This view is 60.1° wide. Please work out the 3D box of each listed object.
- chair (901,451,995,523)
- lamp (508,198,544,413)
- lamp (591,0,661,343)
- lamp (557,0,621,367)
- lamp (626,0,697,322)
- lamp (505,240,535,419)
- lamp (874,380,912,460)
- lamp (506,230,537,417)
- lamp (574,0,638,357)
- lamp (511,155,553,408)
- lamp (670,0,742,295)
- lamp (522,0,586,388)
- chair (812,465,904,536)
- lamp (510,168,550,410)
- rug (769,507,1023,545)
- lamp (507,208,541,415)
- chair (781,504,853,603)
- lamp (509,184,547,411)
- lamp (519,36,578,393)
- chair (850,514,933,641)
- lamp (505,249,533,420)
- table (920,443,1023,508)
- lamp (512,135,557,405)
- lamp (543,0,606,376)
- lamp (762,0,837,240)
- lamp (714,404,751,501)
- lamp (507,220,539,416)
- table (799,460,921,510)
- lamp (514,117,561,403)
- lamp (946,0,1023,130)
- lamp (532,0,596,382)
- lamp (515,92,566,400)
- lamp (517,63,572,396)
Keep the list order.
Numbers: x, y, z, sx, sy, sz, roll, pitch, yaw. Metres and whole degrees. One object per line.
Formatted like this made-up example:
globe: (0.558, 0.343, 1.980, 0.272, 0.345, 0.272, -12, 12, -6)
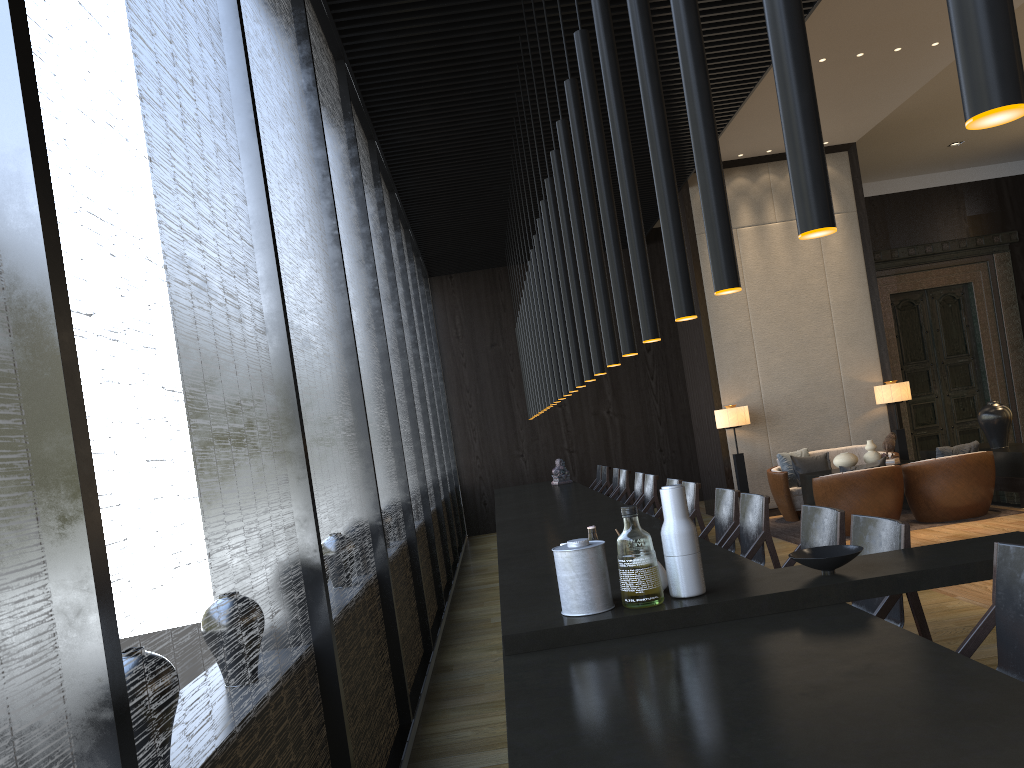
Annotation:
chair: (4.072, 0.940, 8.146, 0.803, 0.604, 0.607, -9, -2, -1)
lamp: (0.136, -0.885, 9.593, 0.060, 2.419, 0.060, -9, 0, -7)
lamp: (0.287, -1.338, 2.963, 0.060, 2.419, 0.060, -9, 0, -7)
lamp: (0.266, -1.275, 3.885, 0.060, 2.419, 0.060, -9, 0, -7)
lamp: (0.298, -1.374, 2.441, 0.060, 2.419, 0.060, -9, 0, -7)
lamp: (0.091, -0.749, 11.587, 0.060, 2.419, 0.060, -9, 0, -7)
lamp: (4.426, 0.635, 10.104, 0.373, 1.350, 0.376, -8, -1, -44)
lamp: (0.102, -0.784, 11.079, 0.060, 2.419, 0.060, -9, 0, -7)
lamp: (0.276, -1.306, 3.428, 0.060, 2.419, 0.060, -9, 0, -7)
lamp: (0.168, -0.983, 8.163, 0.060, 2.419, 0.060, -9, 0, -7)
lamp: (0.308, -1.403, 2.009, 0.060, 2.419, 0.060, -9, 0, -7)
lamp: (0.233, -1.177, 5.316, 0.060, 2.419, 0.060, -9, 0, 3)
chair: (3.226, 1.067, 8.126, 0.803, 0.604, 0.607, -9, -2, -1)
lamp: (0.158, -0.951, 8.625, 0.060, 2.419, 0.060, -9, 0, -7)
rug: (3.582, 1.370, 9.002, 2.040, 0.008, 2.246, -8, -4, -2)
lamp: (0.125, -0.852, 10.072, 0.060, 2.419, 0.060, -9, 0, -7)
chair: (1.234, 0.982, 3.899, 0.563, 0.826, 0.526, -9, -1, -2)
lamp: (0.147, -0.917, 9.123, 0.060, 2.419, 0.060, -9, 0, -7)
lamp: (0.222, -1.145, 5.794, 0.060, 2.419, 0.060, -9, 0, -7)
chair: (1.247, 0.943, 3.324, 0.563, 0.826, 0.526, -9, -1, -2)
lamp: (0.079, -0.714, 12.104, 0.060, 2.419, 0.060, -9, 0, -7)
table: (4.966, 0.902, 9.078, 0.620, 0.512, 1.964, -9, -3, -2)
lamp: (0.179, -1.015, 7.690, 0.060, 2.419, 0.060, -9, 0, -7)
lamp: (0.255, -1.242, 4.369, 0.060, 2.419, 0.060, -9, 0, -7)
lamp: (0.321, -1.441, 1.458, 0.060, 2.419, 0.060, -9, 0, -7)
lamp: (2.585, 0.911, 10.060, 0.376, 1.350, 0.373, -9, -1, 28)
lamp: (0.114, -0.818, 10.580, 0.060, 2.419, 0.060, -9, 0, -7)
table: (3.592, 1.113, 9.072, 1.041, 0.517, 0.576, -9, -2, -1)
lamp: (0.190, -1.046, 7.237, 0.060, 2.419, 0.060, -9, 0, 3)
lamp: (0.332, -1.476, 0.943, 0.060, 2.419, 0.060, -9, 0, -7)
lamp: (0.244, -1.212, 4.815, 0.060, 2.419, 0.060, -9, 0, -7)
lamp: (0.201, -1.080, 6.743, 0.060, 2.419, 0.060, -9, 0, -7)
lamp: (0.212, -1.114, 6.248, 0.060, 2.419, 0.060, -9, 0, 3)
